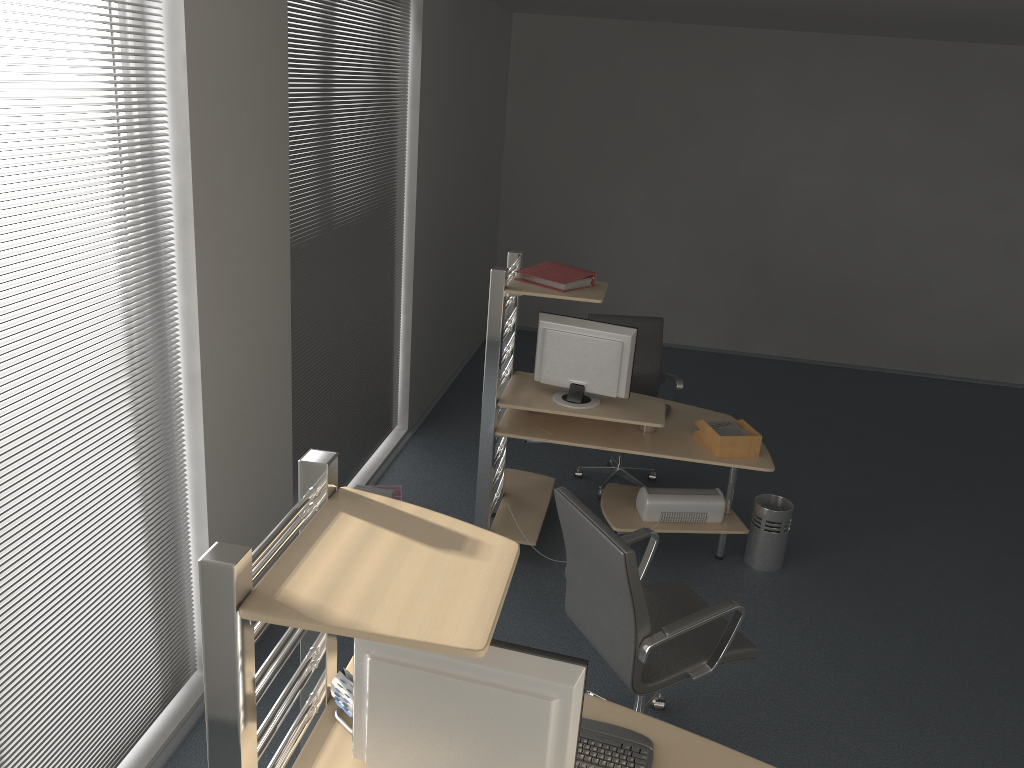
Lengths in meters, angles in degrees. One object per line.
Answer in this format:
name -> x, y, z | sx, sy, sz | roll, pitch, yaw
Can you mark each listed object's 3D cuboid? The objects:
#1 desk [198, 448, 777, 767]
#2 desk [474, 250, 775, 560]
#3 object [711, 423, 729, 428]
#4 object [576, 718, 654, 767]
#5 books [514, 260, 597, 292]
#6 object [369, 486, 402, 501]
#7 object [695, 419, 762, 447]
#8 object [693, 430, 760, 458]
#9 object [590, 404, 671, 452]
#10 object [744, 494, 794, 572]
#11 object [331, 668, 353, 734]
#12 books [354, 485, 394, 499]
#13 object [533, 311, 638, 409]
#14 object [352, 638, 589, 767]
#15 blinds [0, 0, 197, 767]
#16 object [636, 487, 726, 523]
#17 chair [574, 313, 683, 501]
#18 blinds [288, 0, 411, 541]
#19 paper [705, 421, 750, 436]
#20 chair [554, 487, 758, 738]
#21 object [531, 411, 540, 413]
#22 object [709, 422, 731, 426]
desk -> 0.168, 1.003, 2.232 | 1.469, 1.566, 0.967 | 7, 19, 8
desk -> 0.645, 0.130, 4.843 | 1.469, 1.566, 0.967 | 7, 19, 8
object -> 1.072, 0.216, 4.604 | 0.159, 0.009, 0.008 | -9, 23, -34
object -> 0.058, 1.081, 2.170 | 0.478, 0.082, 0.814 | 10, 20, 15
books -> 0.218, -0.546, 4.466 | 0.320, 0.072, 0.262 | 20, 25, 38
object -> -0.746, 0.705, 4.993 | 0.245, 0.202, 0.185 | 1, 19, -9
object -> 1.102, 0.234, 4.532 | 0.225, 0.060, 0.309 | 0, 20, -12
object -> 1.098, 0.287, 4.551 | 0.225, 0.060, 0.309 | 0, 20, -12
object -> 0.570, 0.218, 4.761 | 0.478, 0.082, 0.814 | 10, 20, 15
object -> 1.406, 0.820, 4.863 | 0.208, 0.377, 0.208 | -10, 24, -36
object -> -0.385, 0.782, 2.206 | 0.093, 0.135, 0.154 | -14, 26, -42
books -> -0.749, 0.707, 4.769 | 0.220, 0.306, 0.068 | 7, 19, 8
object -> 0.337, -0.113, 4.506 | 0.516, 0.418, 0.245 | 15, 22, 29
object -> -0.133, 0.753, 1.915 | 0.516, 0.418, 0.245 | 12, 21, 22
blinds -> -1.353, 0.157, 2.216 | 0.037, 2.749, 1.950 | 7, 19, 8
object -> 0.891, 0.607, 4.804 | 0.438, 0.162, 0.351 | 2, 19, -7
chair -> 0.716, 0.155, 5.575 | 0.584, 1.048, 0.652 | 3, 19, -5
blinds -> -0.876, -0.718, 4.834 | 0.022, 2.770, 1.950 | 7, 19, 8
paper -> 1.101, 0.250, 4.539 | 0.210, 0.010, 0.297 | 0, 20, -12
chair -> 0.509, 0.923, 3.325 | 0.652, 1.048, 0.584 | -5, 21, -24
object -> 0.161, 0.116, 4.830 | 0.159, 0.064, 0.054 | -4, 21, -23
object -> 1.083, 0.207, 4.630 | 0.159, 0.009, 0.008 | -5, 21, -26
